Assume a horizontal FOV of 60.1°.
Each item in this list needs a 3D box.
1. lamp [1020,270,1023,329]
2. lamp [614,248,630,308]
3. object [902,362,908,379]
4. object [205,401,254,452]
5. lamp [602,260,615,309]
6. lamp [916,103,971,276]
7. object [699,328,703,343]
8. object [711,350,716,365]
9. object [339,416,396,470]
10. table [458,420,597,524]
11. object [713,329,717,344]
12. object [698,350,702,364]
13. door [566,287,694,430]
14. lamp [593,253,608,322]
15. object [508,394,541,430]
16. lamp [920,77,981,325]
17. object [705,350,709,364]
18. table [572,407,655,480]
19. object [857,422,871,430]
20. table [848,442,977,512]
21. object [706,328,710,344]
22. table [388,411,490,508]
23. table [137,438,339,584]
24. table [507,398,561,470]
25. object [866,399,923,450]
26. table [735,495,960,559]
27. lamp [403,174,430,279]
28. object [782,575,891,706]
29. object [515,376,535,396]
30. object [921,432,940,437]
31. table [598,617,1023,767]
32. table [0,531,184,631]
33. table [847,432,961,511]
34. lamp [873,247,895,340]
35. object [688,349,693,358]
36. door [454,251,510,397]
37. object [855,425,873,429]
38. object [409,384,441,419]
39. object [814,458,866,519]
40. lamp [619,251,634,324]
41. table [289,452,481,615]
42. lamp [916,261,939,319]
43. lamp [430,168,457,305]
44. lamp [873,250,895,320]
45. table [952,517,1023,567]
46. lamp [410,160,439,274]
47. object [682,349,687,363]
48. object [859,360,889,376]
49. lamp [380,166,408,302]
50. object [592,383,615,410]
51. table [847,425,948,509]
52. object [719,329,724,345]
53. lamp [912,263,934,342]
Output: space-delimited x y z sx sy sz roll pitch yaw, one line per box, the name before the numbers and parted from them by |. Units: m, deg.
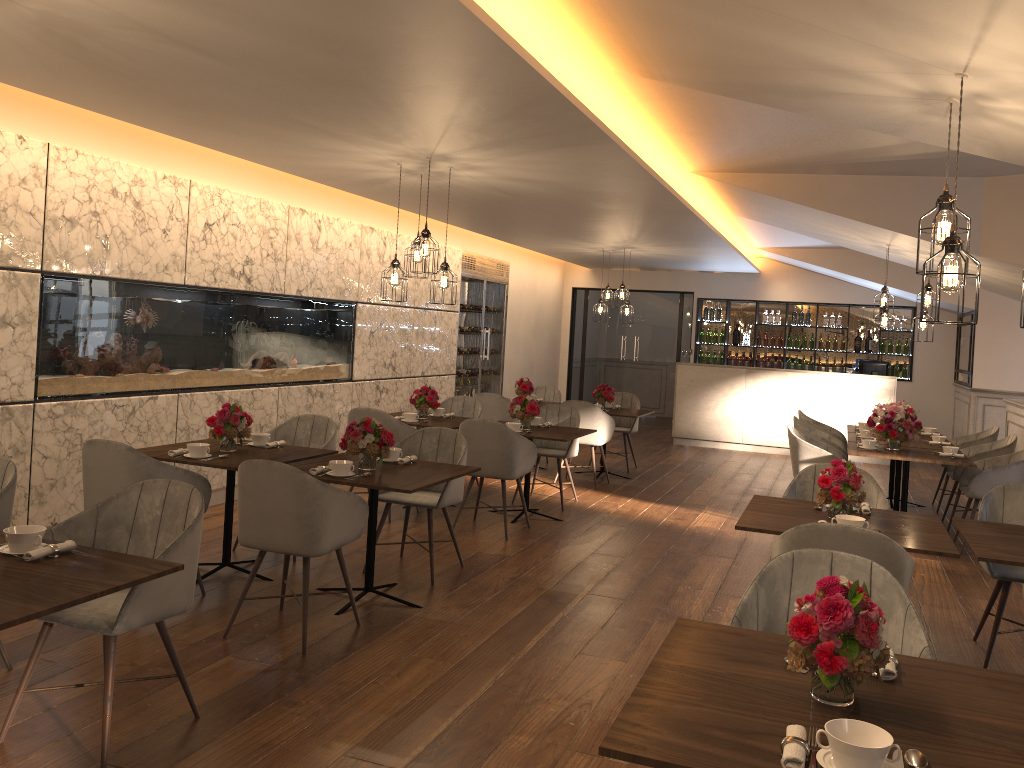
lamp | 1.886 -1.219 3.004 0.175 2.070 0.175 3 0 22
lamp | 1.449 -2.006 11.256 0.175 2.070 0.175 3 0 22
object | 6.028 -0.211 13.574 0.065 0.261 0.066 3 0 -1
object | -1.672 0.244 5.231 0.234 0.301 0.305 4 2 22
lamp | 1.332 -2.049 11.867 0.175 2.070 0.175 3 0 22
lamp | 1.664 -1.444 3.307 0.175 2.070 0.175 3 0 22
object | 3.138 -0.804 14.668 0.065 0.261 0.066 3 0 -1
object | 3.324 -0.426 14.591 0.065 0.261 0.066 3 0 -1
object | -0.792 0.316 4.869 0.305 0.301 0.234 3 1 -2
table | 0.130 0.734 7.306 0.897 0.720 0.896 4 2 20
object | 3.345 -0.788 14.590 0.065 0.261 0.066 3 0 -1
object | 3.118 -0.442 14.669 0.065 0.261 0.066 3 0 -1
door | 2.014 -0.441 15.130 2.108 2.334 0.273 4 0 21
lamp | 1.205 -1.844 11.560 0.175 2.070 0.175 3 0 22
object | 0.113 0.221 7.281 0.234 0.301 0.306 2 2 -37
lamp | 1.537 -1.238 3.000 0.175 2.070 0.175 3 0 22
object | 3.221 -0.434 14.630 0.065 0.261 0.066 3 0 -1
table | 1.000 0.643 9.626 0.897 0.720 0.896 4 2 20
object | 3.572 0.430 8.982 0.148 0.072 0.148 2 3 -27
table | 3.182 0.915 7.176 0.897 0.720 0.896 4 2 20
object | 3.241 -0.796 14.629 0.065 0.261 0.066 3 0 -1
table | -0.766 0.663 7.643 0.897 0.720 0.896 4 2 20
table | -1.672 0.757 5.230 0.897 0.720 0.896 4 2 20
table | 0.104 0.572 9.963 0.897 0.720 0.896 4 2 20
object | 3.162 0.330 7.322 0.420 0.425 0.405 4 2 9
table | 1.542 1.004 4.179 0.897 0.720 0.896 4 2 20
lamp | -0.655 -1.823 6.574 0.175 2.070 0.175 3 0 22
object | 0.744 0.575 2.041 0.234 0.301 0.305 4 2 40
object | 0.150 0.060 9.957 0.234 0.301 0.305 3 2 -4
object | 4.113 0.495 8.695 0.176 0.039 0.056 4 3 21
table | 0.726 1.089 2.002 0.897 0.720 0.896 4 2 20
table | -1.645 0.920 2.573 0.897 0.720 0.896 4 2 20
table | 3.511 0.881 8.055 0.897 0.720 0.896 4 2 20
lamp | 3.381 -1.432 7.917 0.175 2.070 0.175 3 0 22
object | 2.618 -0.411 12.994 0.065 0.208 0.145 3 1 12
door | -0.402 -0.498 12.052 0.134 2.468 1.857 3 1 20
object | 3.611 0.443 9.089 0.176 0.039 0.056 4 3 21
object | -0.765 0.149 7.641 0.306 0.301 0.234 5 2 42
object | 1.559 0.489 4.214 0.234 0.301 0.305 4 2 40
lamp | 1.553 -1.824 11.564 0.175 2.070 0.175 3 0 22
table | -0.775 0.829 4.893 0.897 0.720 0.896 4 2 20
lamp | 3.625 -1.593 7.613 0.175 2.070 0.175 3 0 22
lamp | -0.433 -1.598 6.271 0.175 2.070 0.175 3 0 22
lamp | 3.508 -1.637 8.224 0.175 2.070 0.175 3 0 22
table | 2.438 1.075 3.841 0.897 0.720 0.896 4 2 20
lamp | -0.537 -1.779 5.963 0.175 2.070 0.175 3 0 22
object | 2.536 -0.417 13.020 0.065 0.208 0.065 3 0 12
object | 5.014 -0.157 12.260 0.408 0.329 0.130 3 1 -2
lamp | -0.781 -1.618 6.267 0.175 2.070 0.175 3 0 22
object | 0.988 0.128 9.650 0.234 0.301 0.306 3 2 -22
table | 3.841 0.846 8.934 0.897 0.720 0.896 4 2 20
object | 3.448 -0.780 14.551 0.065 0.261 0.066 3 0 -1
lamp | 3.730 -1.412 7.921 0.175 2.070 0.175 3 0 22
